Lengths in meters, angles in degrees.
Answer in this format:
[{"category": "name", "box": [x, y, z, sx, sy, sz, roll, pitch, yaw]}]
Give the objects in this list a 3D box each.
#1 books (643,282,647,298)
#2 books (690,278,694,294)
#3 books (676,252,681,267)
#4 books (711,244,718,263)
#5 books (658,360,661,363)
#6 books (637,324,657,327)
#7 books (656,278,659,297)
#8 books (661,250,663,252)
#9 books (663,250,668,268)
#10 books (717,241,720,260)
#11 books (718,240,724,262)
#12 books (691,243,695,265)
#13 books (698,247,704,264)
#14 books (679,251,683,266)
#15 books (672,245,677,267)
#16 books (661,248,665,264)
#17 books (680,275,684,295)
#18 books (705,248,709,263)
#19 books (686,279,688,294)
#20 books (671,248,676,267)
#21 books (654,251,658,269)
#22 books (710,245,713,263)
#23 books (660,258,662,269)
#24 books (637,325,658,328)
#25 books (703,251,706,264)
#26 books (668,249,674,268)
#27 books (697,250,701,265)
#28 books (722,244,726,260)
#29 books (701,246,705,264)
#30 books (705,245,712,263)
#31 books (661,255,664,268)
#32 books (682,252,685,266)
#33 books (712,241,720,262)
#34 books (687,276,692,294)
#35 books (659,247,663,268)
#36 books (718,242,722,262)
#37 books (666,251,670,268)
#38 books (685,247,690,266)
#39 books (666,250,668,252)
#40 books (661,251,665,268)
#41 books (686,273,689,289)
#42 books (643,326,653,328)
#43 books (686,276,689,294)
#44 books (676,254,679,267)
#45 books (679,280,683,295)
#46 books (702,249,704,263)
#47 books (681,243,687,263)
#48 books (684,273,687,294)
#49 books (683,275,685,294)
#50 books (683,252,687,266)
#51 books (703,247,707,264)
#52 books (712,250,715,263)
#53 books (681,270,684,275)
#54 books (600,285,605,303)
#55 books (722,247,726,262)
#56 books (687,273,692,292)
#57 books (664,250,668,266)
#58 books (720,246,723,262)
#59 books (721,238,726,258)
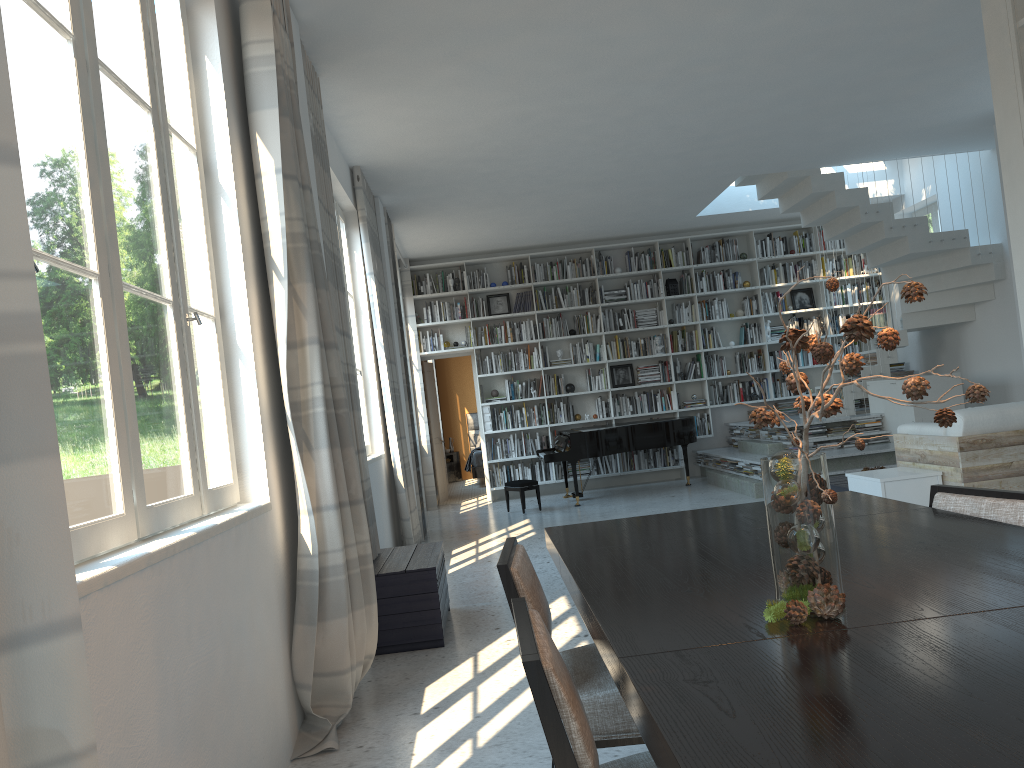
[{"category": "books", "box": [1.742, -1.216, 11.674, 0.011, 0.239, 0.139, -7, -1, -2]}, {"category": "books", "box": [2.354, -1.276, 11.664, 0.008, 0.213, 0.223, -7, -1, -2]}, {"category": "books", "box": [2.184, -1.618, 11.676, 0.024, 0.201, 0.180, -7, -1, -2]}, {"category": "books", "box": [2.670, -1.702, 11.687, 0.028, 0.258, 0.185, -7, -1, -2]}, {"category": "books", "box": [1.963, -0.162, 11.672, 0.011, 0.299, 0.130, -7, -1, -2]}, {"category": "books", "box": [1.767, -0.761, 11.656, 0.254, 0.012, 0.161, -7, -2, 1]}, {"category": "books", "box": [1.901, -1.264, 11.686, 0.010, 0.299, 0.133, -7, -1, -2]}, {"category": "books", "box": [1.981, -1.624, 11.672, 0.006, 0.259, 0.166, -7, -1, -2]}, {"category": "books", "box": [2.007, -1.627, 11.675, 0.034, 0.261, 0.157, -7, -1, -2]}, {"category": "books", "box": [2.713, -1.725, 11.724, 0.017, 0.295, 0.139, -7, -1, -2]}, {"category": "books", "box": [2.755, -1.739, 11.707, 0.006, 0.312, 0.179, -7, -1, -2]}, {"category": "books", "box": [2.357, -1.690, 11.677, 0.019, 0.304, 0.176, -7, -1, -2]}, {"category": "books", "box": [2.488, -1.674, 11.692, 0.009, 0.244, 0.173, -7, -1, -2]}, {"category": "books", "box": [2.211, -1.627, 11.673, 0.031, 0.213, 0.169, -7, -1, -2]}, {"category": "books", "box": [2.140, -1.661, 11.677, 0.010, 0.297, 0.167, -7, -1, -2]}, {"category": "books", "box": [1.985, -1.634, 11.683, 0.007, 0.279, 0.150, -7, -1, -2]}, {"category": "books", "box": [2.236, -1.292, 11.658, 0.021, 0.272, 0.190, -7, -1, -2]}, {"category": "books", "box": [2.562, -1.673, 11.704, 0.028, 0.226, 0.163, -7, -1, -2]}, {"category": "books", "box": [2.292, -1.266, 11.686, 0.013, 0.210, 0.140, -7, -1, -2]}, {"category": "books", "box": [2.121, -1.647, 11.693, 0.030, 0.274, 0.151, -7, -1, -2]}, {"category": "books", "box": [1.893, -1.612, 11.684, 0.022, 0.257, 0.136, -7, -1, -2]}, {"category": "books", "box": [2.614, -1.694, 11.708, 0.021, 0.256, 0.169, -7, -1, -2]}, {"category": "books", "box": [1.943, -1.591, 11.691, 0.016, 0.204, 0.143, -7, -1, -2]}, {"category": "books", "box": [1.768, -0.749, 11.654, 0.254, 0.012, 0.161, -6, -2, -6]}, {"category": "books", "box": [2.523, -1.647, 11.701, 0.009, 0.183, 0.160, -7, -1, -2]}, {"category": "books", "box": [2.081, -1.633, 11.671, 0.054, 0.254, 0.191, -7, -1, -2]}, {"category": "books", "box": [2.464, -1.652, 11.684, 0.046, 0.206, 0.183, -7, -1, -2]}, {"category": "books", "box": [2.783, -1.711, 11.707, 0.008, 0.251, 0.170, -7, -1, -2]}, {"category": "books", "box": [2.508, -1.681, 11.711, 0.012, 0.255, 0.133, -7, -1, -2]}, {"category": "books", "box": [2.589, -1.691, 11.705, 0.030, 0.255, 0.161, -7, -1, -2]}, {"category": "books", "box": [1.966, -1.588, 11.681, 0.015, 0.192, 0.160, -7, -1, -2]}, {"category": "books", "box": [2.239, -1.625, 11.695, 0.025, 0.203, 0.162, -7, -1, -2]}, {"category": "books", "box": [2.693, -1.721, 11.711, 0.024, 0.292, 0.167, -7, -1, -2]}, {"category": "books", "box": [2.321, -1.289, 11.663, 0.013, 0.248, 0.186, -7, -1, -2]}, {"category": "books", "box": [1.949, -1.639, 11.675, 0.007, 0.298, 0.181, -7, -1, -2]}, {"category": "books", "box": [2.731, -1.722, 11.720, 0.007, 0.285, 0.159, -7, -1, -2]}, {"category": "books", "box": [2.041, -1.618, 11.666, 0.015, 0.233, 0.171, -7, -1, -2]}, {"category": "books", "box": [2.298, -1.657, 11.675, 0.029, 0.253, 0.186, -7, -1, -2]}, {"category": "books", "box": [2.049, -1.633, 11.702, 0.007, 0.264, 0.133, -7, -1, -2]}, {"category": "books", "box": [1.976, -1.613, 11.656, 0.007, 0.239, 0.191, -7, -1, -2]}, {"category": "books", "box": [2.304, -1.307, 11.705, 0.013, 0.289, 0.131, -7, -1, -2]}, {"category": "books", "box": [1.769, -0.736, 11.663, 0.254, 0.012, 0.161, -7, -2, -2]}, {"category": "books", "box": [2.298, -1.290, 11.676, 0.005, 0.255, 0.158, -7, -1, -2]}, {"category": "books", "box": [2.162, -1.604, 11.674, 0.022, 0.180, 0.173, -7, -1, -2]}, {"category": "books", "box": [2.231, -1.261, 11.689, 0.019, 0.214, 0.156, -7, -1, -2]}, {"category": "books", "box": [2.498, -1.675, 11.702, 0.011, 0.244, 0.172, -7, -1, -2]}, {"category": "books", "box": [2.272, -1.692, 11.707, 0.012, 0.329, 0.128, -7, -1, -2]}, {"category": "books", "box": [2.275, -1.304, 11.666, 0.021, 0.288, 0.179, -7, -1, -2]}, {"category": "books", "box": [2.252, -1.293, 11.672, 0.022, 0.272, 0.181, -7, -1, -2]}, {"category": "books", "box": [2.263, -1.623, 11.688, 0.022, 0.194, 0.182, -7, -1, -2]}, {"category": "books", "box": [2.532, -1.672, 11.690, 0.013, 0.229, 0.174, -7, -1, -2]}, {"category": "books", "box": [2.644, -1.664, 11.726, 0.031, 0.190, 0.132, -7, -1, -2]}, {"category": "books", "box": [2.256, -1.327, 11.688, 0.025, 0.339, 0.143, -7, -1, -2]}, {"category": "books", "box": [1.185, -1.158, 11.622, 0.021, 0.249, 0.191, -7, -1, -2]}, {"category": "books", "box": [2.773, -1.685, 11.691, 0.018, 0.201, 0.188, -7, -1, -2]}, {"category": "books", "box": [2.342, -1.313, 11.698, 0.005, 0.292, 0.130, -7, -1, -2]}, {"category": "books", "box": [2.028, -1.630, 11.683, 0.008, 0.262, 0.142, -7, -1, -2]}, {"category": "books", "box": [2.748, -1.697, 11.701, 0.018, 0.231, 0.160, -7, -1, -2]}, {"category": "books", "box": [2.786, -1.751, 11.707, 0.007, 0.329, 0.183, -7, -1, -2]}]
